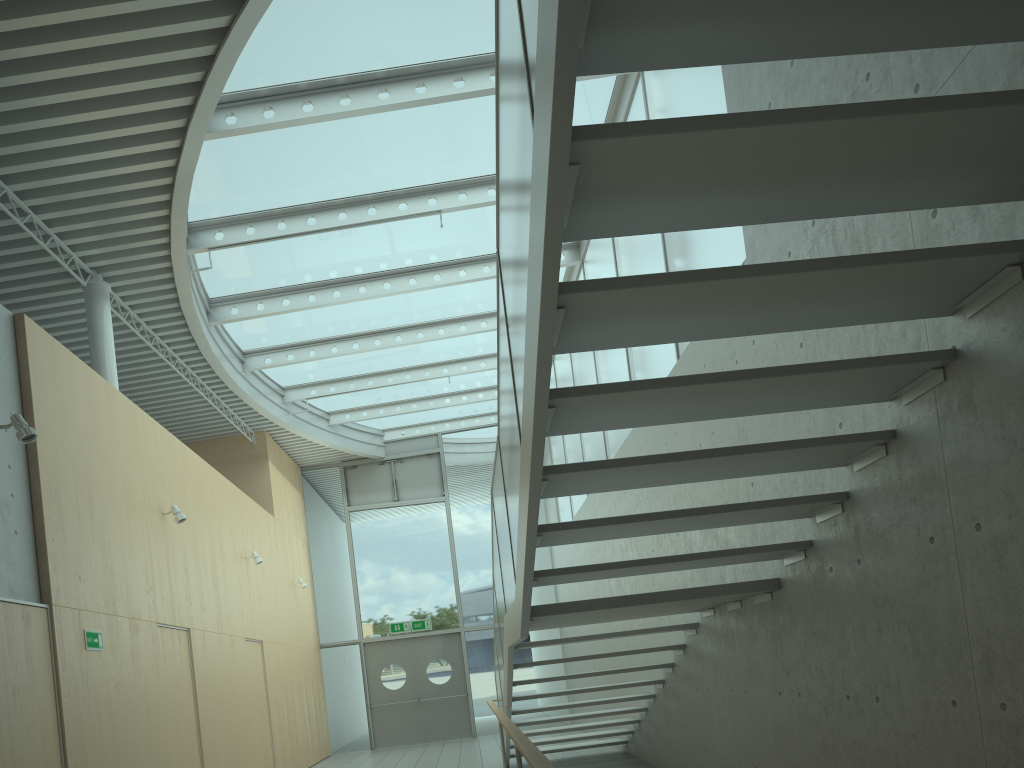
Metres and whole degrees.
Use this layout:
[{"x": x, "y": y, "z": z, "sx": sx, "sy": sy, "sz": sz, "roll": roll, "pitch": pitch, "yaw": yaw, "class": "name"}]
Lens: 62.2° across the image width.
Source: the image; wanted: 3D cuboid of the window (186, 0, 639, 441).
[{"x": -1.052, "y": 1.802, "z": 11.196, "sx": 4.774, "sy": 6.083, "sz": 16.571, "roll": -6, "pitch": -16, "yaw": -5, "class": "window"}]

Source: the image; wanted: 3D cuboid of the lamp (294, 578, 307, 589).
[{"x": -3.650, "y": 3.432, "z": 14.634, "sx": 0.230, "sy": 0.192, "sz": 0.146, "roll": -2, "pitch": -10, "yaw": -23, "class": "lamp"}]

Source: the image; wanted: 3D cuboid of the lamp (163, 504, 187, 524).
[{"x": -3.331, "y": 1.282, "z": 8.374, "sx": 0.230, "sy": 0.192, "sz": 0.146, "roll": -2, "pitch": -10, "yaw": -23, "class": "lamp"}]

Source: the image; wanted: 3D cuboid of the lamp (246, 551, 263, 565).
[{"x": -3.490, "y": 2.353, "z": 11.493, "sx": 0.230, "sy": 0.192, "sz": 0.146, "roll": -2, "pitch": -10, "yaw": -23, "class": "lamp"}]

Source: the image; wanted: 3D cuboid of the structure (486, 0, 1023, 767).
[{"x": 0.791, "y": 1.082, "z": 5.368, "sx": 1.882, "sy": 4.084, "sz": 13.205, "roll": -6, "pitch": -17, "yaw": -5, "class": "structure"}]

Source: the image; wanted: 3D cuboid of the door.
[{"x": -1.842, "y": 6.004, "z": 16.645, "sx": 1.918, "sy": 2.071, "sz": 0.178, "roll": -6, "pitch": -2, "yaw": -3, "class": "door"}]

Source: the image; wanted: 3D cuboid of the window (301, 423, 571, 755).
[{"x": -1.506, "y": 3.967, "z": 16.765, "sx": 4.849, "sy": 6.178, "sz": 0.111, "roll": -6, "pitch": -2, "yaw": -3, "class": "window"}]

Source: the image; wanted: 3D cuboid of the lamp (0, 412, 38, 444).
[{"x": -3.182, "y": 0.280, "z": 5.457, "sx": 0.230, "sy": 0.192, "sz": 0.146, "roll": -2, "pitch": -10, "yaw": -23, "class": "lamp"}]

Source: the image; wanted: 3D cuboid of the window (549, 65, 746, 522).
[{"x": 0.923, "y": 0.064, "z": 11.378, "sx": 0.030, "sy": 2.661, "sz": 16.390, "roll": -7, "pitch": -18, "yaw": -5, "class": "window"}]
